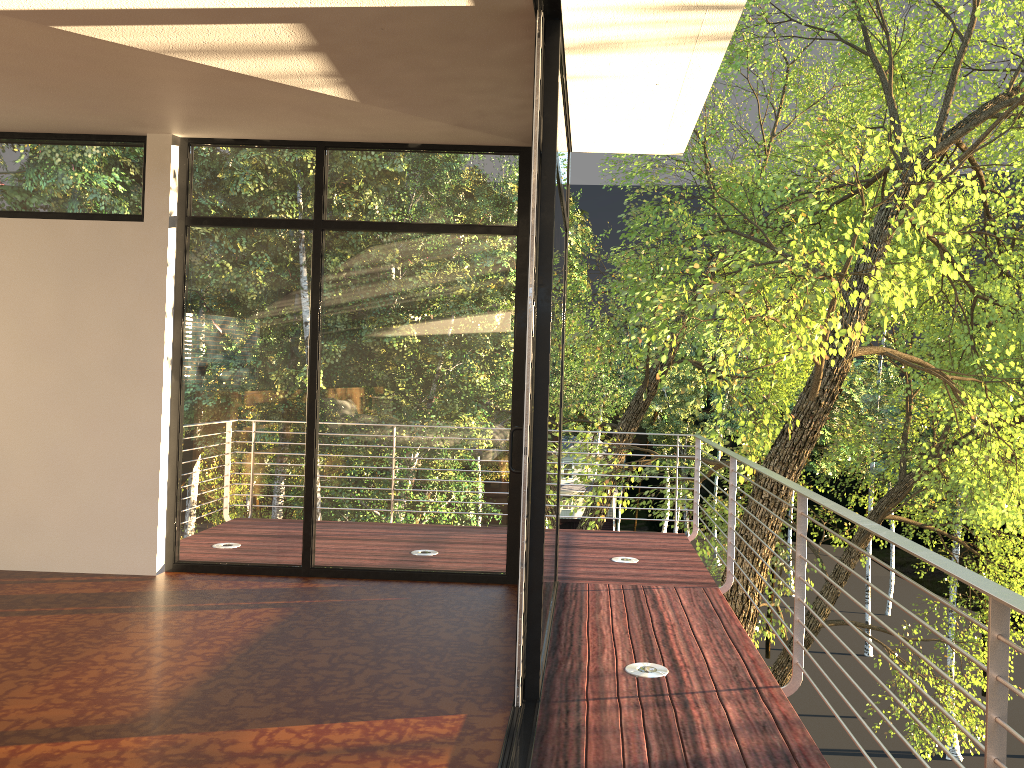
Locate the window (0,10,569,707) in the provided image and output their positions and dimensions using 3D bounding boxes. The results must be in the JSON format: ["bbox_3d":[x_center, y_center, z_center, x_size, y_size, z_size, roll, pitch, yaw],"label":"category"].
[{"bbox_3d":[-3.507,-0.196,0.034,6.826,2.514,10.341,2,0,3],"label":"window"}]
